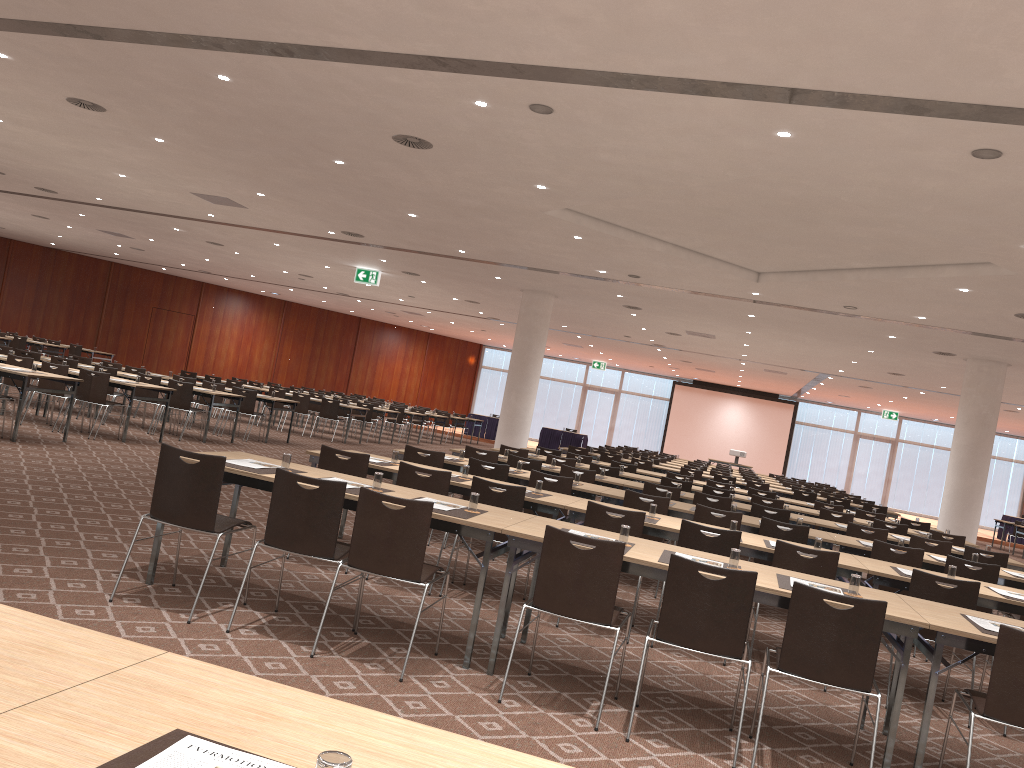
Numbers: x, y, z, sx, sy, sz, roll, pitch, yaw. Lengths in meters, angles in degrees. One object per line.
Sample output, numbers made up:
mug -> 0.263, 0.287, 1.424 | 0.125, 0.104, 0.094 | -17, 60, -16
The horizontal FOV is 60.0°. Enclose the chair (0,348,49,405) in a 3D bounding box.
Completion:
chair -> -8.257, -0.097, 15.131 | 0.535, 0.939, 0.614 | 10, -1, 14

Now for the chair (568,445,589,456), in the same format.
chair -> 1.339, 1.771, 18.432 | 0.535, 0.939, 0.614 | 10, -1, 16

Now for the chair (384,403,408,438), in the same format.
chair -> -3.360, 1.071, 25.808 | 0.535, 0.939, 0.614 | 10, -1, 16

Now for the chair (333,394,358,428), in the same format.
chair -> -4.848, 0.803, 26.186 | 0.535, 0.939, 0.614 | 10, -1, 11

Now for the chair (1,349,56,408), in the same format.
chair -> -8.154, -0.078, 15.105 | 0.535, 0.939, 0.614 | 10, -1, 16

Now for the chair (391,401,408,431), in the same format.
chair -> -3.863, 1.081, 30.117 | 0.535, 0.939, 0.614 | 10, -1, 12

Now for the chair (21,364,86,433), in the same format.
chair -> -6.460, 0.178, 12.614 | 0.535, 0.939, 0.614 | 10, -1, 12

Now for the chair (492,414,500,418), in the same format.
chair -> -0.665, 1.635, 33.808 | 0.535, 0.939, 0.614 | 10, -1, 16

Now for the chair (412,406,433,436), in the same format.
chair -> -2.966, 1.239, 29.744 | 0.535, 0.939, 0.614 | 10, -1, 13

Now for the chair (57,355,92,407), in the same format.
chair -> -8.293, -0.054, 17.201 | 0.535, 0.939, 0.614 | 10, -1, 16

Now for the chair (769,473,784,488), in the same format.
chair -> 7.966, 3.211, 27.011 | 0.535, 0.939, 0.614 | 10, -1, 13

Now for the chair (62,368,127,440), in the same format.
chair -> -5.860, 0.289, 12.581 | 0.535, 0.939, 0.614 | 10, -1, 13

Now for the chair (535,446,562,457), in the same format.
chair -> 0.574, 1.547, 15.021 | 0.535, 0.939, 0.614 | 10, -1, 14

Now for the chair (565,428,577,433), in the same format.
chair -> 2.101, 2.134, 33.105 | 0.535, 0.939, 0.614 | 10, -1, 17

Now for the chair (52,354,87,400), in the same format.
chair -> -8.404, -0.074, 17.229 | 0.535, 0.939, 0.614 | 10, -1, 17

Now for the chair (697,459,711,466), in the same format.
chair -> 5.894, 2.838, 27.574 | 0.535, 0.939, 0.614 | 10, -1, 15

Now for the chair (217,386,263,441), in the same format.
chair -> -4.961, 0.547, 16.353 | 0.535, 0.939, 0.614 | 10, -1, 12

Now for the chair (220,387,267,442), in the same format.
chair -> -4.885, 0.561, 16.334 | 0.535, 0.939, 0.614 | 10, -1, 13

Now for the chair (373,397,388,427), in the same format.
chair -> -4.561, 0.954, 30.234 | 0.535, 0.939, 0.614 | 10, -1, 13

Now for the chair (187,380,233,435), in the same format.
chair -> -5.587, 0.436, 16.588 | 0.535, 0.939, 0.614 | 10, -1, 12

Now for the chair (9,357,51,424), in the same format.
chair -> -7.085, 0.067, 12.849 | 0.535, 0.939, 0.614 | 10, -1, 13

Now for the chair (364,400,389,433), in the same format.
chair -> -3.940, 0.968, 26.017 | 0.535, 0.939, 0.614 | 10, -1, 15

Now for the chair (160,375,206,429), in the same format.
chair -> -6.152, 0.335, 16.776 | 0.535, 0.939, 0.614 | 10, -1, 13

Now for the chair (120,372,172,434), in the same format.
chair -> -5.984, 0.316, 14.673 | 0.535, 0.939, 0.614 | 10, -1, 11

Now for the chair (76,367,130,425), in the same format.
chair -> -6.723, 0.180, 14.741 | 0.535, 0.939, 0.614 | 10, -1, 16

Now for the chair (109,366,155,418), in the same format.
chair -> -7.163, 0.150, 16.913 | 0.535, 0.939, 0.614 | 10, -1, 14

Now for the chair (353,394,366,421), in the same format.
chair -> -5.214, 0.834, 30.316 | 0.535, 0.939, 0.614 | 10, -1, 12

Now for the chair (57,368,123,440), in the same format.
chair -> -5.926, 0.277, 12.598 | 0.535, 0.939, 0.614 | 10, -1, 16

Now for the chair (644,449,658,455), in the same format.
chair -> 4.337, 2.559, 28.014 | 0.535, 0.939, 0.614 | 10, -1, 15

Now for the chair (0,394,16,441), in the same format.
chair -> -6.301, 0.157, 10.513 | 0.535, 0.939, 0.614 | 10, -1, 15

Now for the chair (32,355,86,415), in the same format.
chair -> -7.623, 0.021, 15.090 | 0.535, 0.939, 0.614 | 10, -1, 14

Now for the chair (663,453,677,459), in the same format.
chair -> 4.871, 2.653, 27.799 | 0.535, 0.939, 0.614 | 10, -1, 12

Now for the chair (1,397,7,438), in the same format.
chair -> -6.421, 0.136, 10.544 | 0.535, 0.939, 0.614 | 10, -1, 13

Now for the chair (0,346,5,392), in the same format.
chair -> -8.811, -0.195, 15.348 | 0.535, 0.939, 0.614 | 10, -1, 13

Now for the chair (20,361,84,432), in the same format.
chair -> -6.467, 0.177, 12.616 | 0.535, 0.939, 0.614 | 10, -1, 11

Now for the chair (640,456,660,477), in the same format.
chair -> 3.072, 2.133, 20.095 | 0.535, 0.939, 0.614 | 10, -1, 15

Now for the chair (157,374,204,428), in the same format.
chair -> -6.215, 0.324, 16.792 | 0.535, 0.939, 0.614 | 10, -1, 17

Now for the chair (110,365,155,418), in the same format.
chair -> -7.162, 0.150, 16.913 | 0.535, 0.939, 0.614 | 10, -1, 11

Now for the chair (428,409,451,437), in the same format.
chair -> -2.367, 1.349, 29.676 | 0.535, 0.939, 0.614 | 10, -1, 17

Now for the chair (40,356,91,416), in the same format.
chair -> -7.503, 0.042, 15.060 | 0.535, 0.939, 0.614 | 10, -1, 17

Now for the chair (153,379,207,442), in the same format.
chair -> -5.358, 0.428, 14.470 | 0.535, 0.939, 0.614 | 10, -1, 17

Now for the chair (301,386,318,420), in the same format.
chair -> -6.123, 0.575, 26.572 | 0.535, 0.939, 0.614 | 10, -1, 12

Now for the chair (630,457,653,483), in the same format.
chair -> 2.590, 1.995, 18.078 | 0.535, 0.939, 0.614 | 10, -1, 15

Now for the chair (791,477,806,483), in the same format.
chair -> 8.608, 3.329, 26.927 | 0.535, 0.939, 0.614 | 10, -1, 13

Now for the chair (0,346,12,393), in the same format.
chair -> -8.793, -0.192, 15.344 | 0.535, 0.939, 0.614 | 10, -1, 12

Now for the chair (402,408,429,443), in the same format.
chair -> -2.723, 1.184, 25.562 | 0.535, 0.939, 0.614 | 10, -1, 16

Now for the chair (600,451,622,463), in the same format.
chair -> 1.985, 1.888, 18.311 | 0.535, 0.939, 0.614 | 10, -1, 15

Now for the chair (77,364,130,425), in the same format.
chair -> -6.714, 0.181, 14.739 | 0.535, 0.939, 0.614 | 10, -1, 14

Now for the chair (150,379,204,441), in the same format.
chair -> -5.401, 0.420, 14.481 | 0.535, 0.939, 0.614 | 10, -1, 13

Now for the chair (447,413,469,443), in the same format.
chair -> -1.766, 1.455, 29.439 | 0.535, 0.939, 0.614 | 10, -1, 14

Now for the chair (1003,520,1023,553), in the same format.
chair -> 14.478, 4.384, 25.307 | 0.535, 0.939, 0.614 | 10, -1, 16

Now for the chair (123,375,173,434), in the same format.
chair -> -5.979, 0.317, 14.672 | 0.535, 0.939, 0.614 | 10, -1, 14

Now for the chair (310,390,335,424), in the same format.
chair -> -5.548, 0.675, 26.281 | 0.535, 0.939, 0.614 | 10, -1, 17

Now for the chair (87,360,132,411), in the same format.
chair -> -7.689, 0.057, 17.123 | 0.535, 0.939, 0.614 | 10, -1, 14

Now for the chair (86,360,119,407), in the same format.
chair -> -7.721, 0.051, 17.131 | 0.535, 0.939, 0.614 | 10, -1, 14

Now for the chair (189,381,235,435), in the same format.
chair -> -5.540, 0.444, 16.576 | 0.535, 0.939, 0.614 | 10, -1, 15

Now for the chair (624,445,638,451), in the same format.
chair -> 3.711, 2.445, 28.129 | 0.535, 0.939, 0.614 | 10, -1, 17

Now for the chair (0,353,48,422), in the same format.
chair -> -7.084, 0.067, 12.849 | 0.535, 0.939, 0.614 | 10, -1, 11

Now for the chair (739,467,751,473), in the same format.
chair -> 7.134, 3.063, 27.302 | 0.535, 0.939, 0.614 | 10, -1, 16

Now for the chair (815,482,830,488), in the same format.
chair -> 9.258, 3.444, 26.683 | 0.535, 0.939, 0.614 | 10, -1, 17
